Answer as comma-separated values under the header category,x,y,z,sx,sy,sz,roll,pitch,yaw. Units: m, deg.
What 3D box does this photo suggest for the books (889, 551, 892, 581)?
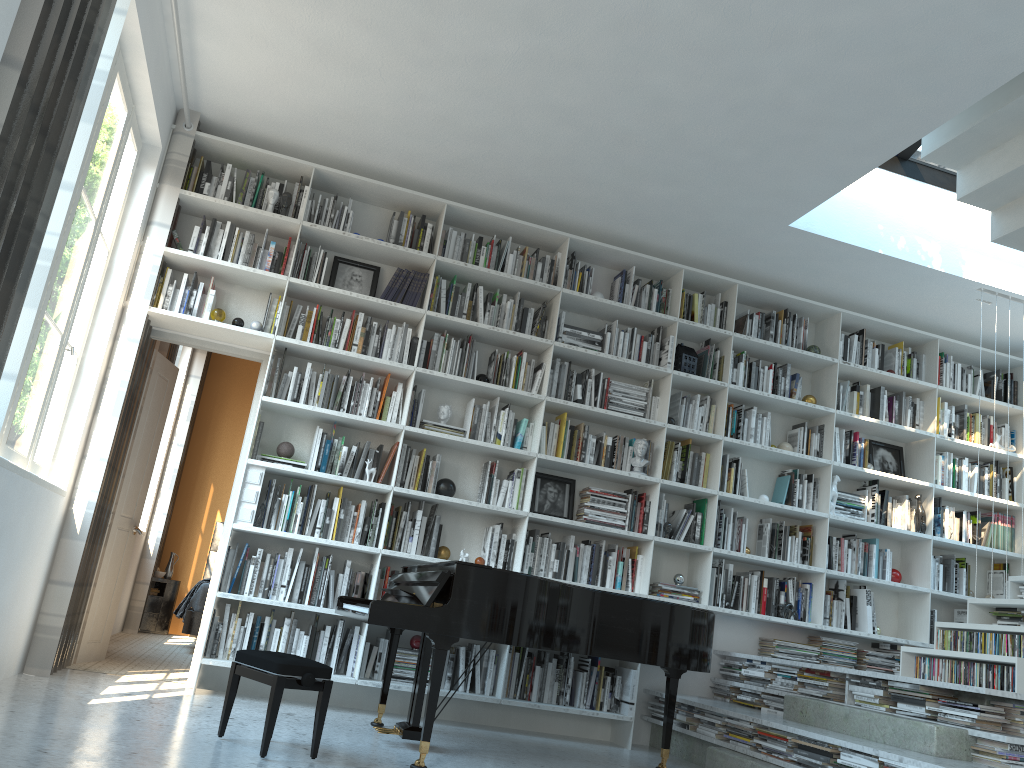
category,x,y,z,sx,sy,sz,roll,pitch,yaw
books,2.614,1.296,6.262,0.027,0.222,0.170,13,-15,-14

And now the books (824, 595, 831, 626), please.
category,x,y,z,sx,sy,sz,roll,pitch,yaw
books,2.113,1.550,6.062,0.023,0.213,0.164,13,-15,-14

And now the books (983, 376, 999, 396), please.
category,x,y,z,sx,sy,sz,roll,pitch,yaw
books,3.666,0.072,6.845,0.068,0.246,0.160,13,-15,-14

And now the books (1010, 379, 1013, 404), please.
category,x,y,z,sx,sy,sz,roll,pitch,yaw
books,3.809,0.103,6.876,0.014,0.247,0.185,13,-15,-14

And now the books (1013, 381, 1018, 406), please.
category,x,y,z,sx,sy,sz,roll,pitch,yaw
books,3.831,0.110,6.868,0.025,0.236,0.188,13,-15,-14

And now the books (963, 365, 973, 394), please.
category,x,y,z,sx,sy,sz,roll,pitch,yaw
books,3.470,0.011,6.807,0.012,0.284,0.160,13,-15,-14

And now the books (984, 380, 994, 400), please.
category,x,y,z,sx,sy,sz,roll,pitch,yaw
books,3.623,0.085,6.812,0.024,0.192,0.187,13,-15,-14

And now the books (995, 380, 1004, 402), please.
category,x,y,z,sx,sy,sz,roll,pitch,yaw
books,3.707,0.092,6.833,0.012,0.215,0.193,13,-15,-14

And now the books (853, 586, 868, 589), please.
category,x,y,z,sx,sy,sz,roll,pitch,yaw
books,2.412,1.566,6.160,0.012,0.325,0.136,13,-15,-14

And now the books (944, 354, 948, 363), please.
category,x,y,z,sx,sy,sz,roll,pitch,yaw
books,3.258,-0.057,6.756,0.012,0.325,0.151,13,-15,-14

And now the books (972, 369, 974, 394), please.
category,x,y,z,sx,sy,sz,roll,pitch,yaw
books,3.482,0.024,6.803,0.015,0.262,0.143,13,-15,-14

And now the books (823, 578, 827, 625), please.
category,x,y,z,sx,sy,sz,roll,pitch,yaw
books,2.102,1.495,6.082,0.013,0.326,0.131,13,-15,-14

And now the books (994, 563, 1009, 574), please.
category,x,y,z,sx,sy,sz,roll,pitch,yaw
books,3.613,1.484,6.547,0.013,0.314,0.129,13,-15,-14

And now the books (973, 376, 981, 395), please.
category,x,y,z,sx,sy,sz,roll,pitch,yaw
books,3.513,0.055,6.802,0.057,0.211,0.163,13,-15,-14

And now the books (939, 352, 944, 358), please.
category,x,y,z,sx,sy,sz,roll,pitch,yaw
books,3.225,-0.068,6.747,0.014,0.330,0.143,13,-15,-14

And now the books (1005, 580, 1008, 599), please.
category,x,y,z,sx,sy,sz,roll,pitch,yaw
books,3.570,1.535,6.504,0.028,0.181,0.167,13,-15,-14

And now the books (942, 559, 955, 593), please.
category,x,y,z,sx,sy,sz,roll,pitch,yaw
books,3.094,1.388,6.367,0.027,0.248,0.184,13,-15,-14

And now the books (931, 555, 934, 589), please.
category,x,y,z,sx,sy,sz,roll,pitch,yaw
books,2.938,1.353,6.338,0.024,0.251,0.176,13,-15,-14

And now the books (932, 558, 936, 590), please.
category,x,y,z,sx,sy,sz,roll,pitch,yaw
books,2.963,1.369,6.351,0.037,0.235,0.153,13,-15,-14

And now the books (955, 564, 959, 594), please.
category,x,y,z,sx,sy,sz,roll,pitch,yaw
books,3.158,1.417,6.404,0.014,0.230,0.172,13,-15,-14

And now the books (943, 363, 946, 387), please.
category,x,y,z,sx,sy,sz,roll,pitch,yaw
books,3.207,-0.027,6.709,0.022,0.228,0.175,13,-15,-14

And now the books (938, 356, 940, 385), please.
category,x,y,z,sx,sy,sz,roll,pitch,yaw
books,3.181,-0.059,6.718,0.013,0.285,0.151,13,-15,-14

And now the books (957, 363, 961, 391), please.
category,x,y,z,sx,sy,sz,roll,pitch,yaw
books,3.345,-0.009,6.763,0.029,0.263,0.179,13,-15,-14

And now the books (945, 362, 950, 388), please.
category,x,y,z,sx,sy,sz,roll,pitch,yaw
books,3.240,-0.025,6.727,0.023,0.243,0.183,13,-15,-14

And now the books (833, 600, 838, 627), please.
category,x,y,z,sx,sy,sz,roll,pitch,yaw
books,2.173,1.578,6.076,0.030,0.187,0.140,13,-15,-14

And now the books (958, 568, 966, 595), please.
category,x,y,z,sx,sy,sz,roll,pitch,yaw
books,3.201,1.436,6.401,0.021,0.205,0.175,13,-15,-14

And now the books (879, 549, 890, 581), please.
category,x,y,z,sx,sy,sz,roll,pitch,yaw
books,2.591,1.285,6.256,0.025,0.235,0.181,13,-15,-14

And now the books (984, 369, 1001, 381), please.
category,x,y,z,sx,sy,sz,roll,pitch,yaw
books,3.720,0.053,6.869,0.014,0.312,0.162,13,-15,-14

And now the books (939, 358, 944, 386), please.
category,x,y,z,sx,sy,sz,roll,pitch,yaw
books,3.195,-0.051,6.707,0.012,0.268,0.185,13,-15,-14

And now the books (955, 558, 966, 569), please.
category,x,y,z,sx,sy,sz,roll,pitch,yaw
books,3.220,1.404,6.422,0.011,0.284,0.161,13,-15,-14

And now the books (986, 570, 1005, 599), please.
category,x,y,z,sx,sy,sz,roll,pitch,yaw
books,3.554,1.497,6.515,0.012,0.253,0.161,13,-15,-14

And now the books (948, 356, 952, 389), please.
category,x,y,z,sx,sy,sz,roll,pitch,yaw
books,3.272,-0.048,6.742,0.012,0.305,0.185,13,-15,-14

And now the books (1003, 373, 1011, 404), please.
category,x,y,z,sx,sy,sz,roll,pitch,yaw
books,3.770,0.070,6.853,0.014,0.286,0.190,13,-15,-14

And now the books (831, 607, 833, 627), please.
category,x,y,z,sx,sy,sz,roll,pitch,yaw
books,2.149,1.561,6.072,0.025,0.209,0.137,13,-15,-14

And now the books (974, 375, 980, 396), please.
category,x,y,z,sx,sy,sz,roll,pitch,yaw
books,3.543,0.054,6.826,0.010,0.235,0.132,13,-15,-14

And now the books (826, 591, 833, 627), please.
category,x,y,z,sx,sy,sz,roll,pitch,yaw
books,2.136,1.538,6.060,0.015,0.243,0.157,13,-15,-14

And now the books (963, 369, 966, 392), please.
category,x,y,z,sx,sy,sz,roll,pitch,yaw
books,3.405,0.018,6.775,0.025,0.236,0.144,13,-15,-14

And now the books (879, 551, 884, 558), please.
category,x,y,z,sx,sy,sz,roll,pitch,yaw
books,2.557,1.288,6.254,0.037,0.218,0.140,13,-15,-14

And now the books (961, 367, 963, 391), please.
category,x,y,z,sx,sy,sz,roll,pitch,yaw
books,3.379,0.008,6.778,0.027,0.249,0.155,13,-15,-14

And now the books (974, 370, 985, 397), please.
category,x,y,z,sx,sy,sz,roll,pitch,yaw
books,3.578,0.040,6.836,0.069,0.276,0.132,13,-15,-14

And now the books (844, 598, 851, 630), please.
category,x,y,z,sx,sy,sz,roll,pitch,yaw
books,2.254,1.579,6.089,0.052,0.216,0.185,13,-15,-14

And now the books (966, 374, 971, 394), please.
category,x,y,z,sx,sy,sz,roll,pitch,yaw
books,3.440,0.041,6.784,0.026,0.207,0.163,13,-15,-14

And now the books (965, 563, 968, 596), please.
category,x,y,z,sx,sy,sz,roll,pitch,yaw
books,3.246,1.428,6.437,0.012,0.253,0.161,13,-15,-14

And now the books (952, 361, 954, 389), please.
category,x,y,z,sx,sy,sz,roll,pitch,yaw
books,3.298,-0.025,6.756,0.027,0.275,0.148,13,-15,-14

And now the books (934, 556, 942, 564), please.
category,x,y,z,sx,sy,sz,roll,pitch,yaw
books,3.038,1.375,6.388,0.024,0.266,0.133,13,-15,-14

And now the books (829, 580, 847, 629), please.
category,x,y,z,sx,sy,sz,roll,pitch,yaw
books,2.231,1.516,6.096,0.014,0.332,0.169,13,-15,-14

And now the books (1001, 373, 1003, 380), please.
category,x,y,z,sx,sy,sz,roll,pitch,yaw
books,3.749,0.071,6.879,0.012,0.291,0.140,13,-15,-14

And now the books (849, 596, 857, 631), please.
category,x,y,z,sx,sy,sz,roll,pitch,yaw
books,2.303,1.580,6.108,0.031,0.239,0.172,13,-15,-14

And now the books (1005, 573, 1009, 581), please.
category,x,y,z,sx,sy,sz,roll,pitch,yaw
books,3.593,1.515,6.526,0.022,0.236,0.152,13,-15,-14

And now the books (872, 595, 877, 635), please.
category,x,y,z,sx,sy,sz,roll,pitch,yaw
books,2.470,1.601,6.157,0.062,0.273,0.148,13,-15,-14

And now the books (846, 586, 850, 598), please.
category,x,y,z,sx,sy,sz,roll,pitch,yaw
books,2.283,1.548,6.128,0.010,0.303,0.132,13,-15,-14

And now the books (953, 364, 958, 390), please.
category,x,y,z,sx,sy,sz,roll,pitch,yaw
books,3.321,-0.012,6.756,0.022,0.258,0.163,13,-15,-14

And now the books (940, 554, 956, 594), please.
category,x,y,z,sx,sy,sz,roll,pitch,yaw
books,3.148,1.384,6.414,0.013,0.296,0.141,13,-15,-14

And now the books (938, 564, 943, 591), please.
category,x,y,z,sx,sy,sz,roll,pitch,yaw
books,3.014,1.396,6.356,0.029,0.201,0.173,13,-15,-14

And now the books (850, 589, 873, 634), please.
category,x,y,z,sx,sy,sz,roll,pitch,yaw
books,2.369,1.557,6.088,0.075,0.290,0.255,13,-15,-14

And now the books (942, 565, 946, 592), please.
category,x,y,z,sx,sy,sz,roll,pitch,yaw
books,3.059,1.407,6.380,0.025,0.207,0.149,13,-15,-14

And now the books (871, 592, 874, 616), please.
category,x,y,z,sx,sy,sz,roll,pitch,yaw
books,2.433,1.584,6.139,0.025,0.286,0.160,13,-15,-14

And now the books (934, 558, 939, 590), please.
category,x,y,z,sx,sy,sz,roll,pitch,yaw
books,2.991,1.373,6.360,0.022,0.241,0.151,13,-15,-14

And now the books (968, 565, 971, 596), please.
category,x,y,z,sx,sy,sz,roll,pitch,yaw
books,3.258,1.436,6.435,0.013,0.239,0.166,13,-15,-14

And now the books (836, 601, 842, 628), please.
category,x,y,z,sx,sy,sz,roll,pitch,yaw
books,2.201,1.583,6.076,0.024,0.184,0.149,13,-15,-14
